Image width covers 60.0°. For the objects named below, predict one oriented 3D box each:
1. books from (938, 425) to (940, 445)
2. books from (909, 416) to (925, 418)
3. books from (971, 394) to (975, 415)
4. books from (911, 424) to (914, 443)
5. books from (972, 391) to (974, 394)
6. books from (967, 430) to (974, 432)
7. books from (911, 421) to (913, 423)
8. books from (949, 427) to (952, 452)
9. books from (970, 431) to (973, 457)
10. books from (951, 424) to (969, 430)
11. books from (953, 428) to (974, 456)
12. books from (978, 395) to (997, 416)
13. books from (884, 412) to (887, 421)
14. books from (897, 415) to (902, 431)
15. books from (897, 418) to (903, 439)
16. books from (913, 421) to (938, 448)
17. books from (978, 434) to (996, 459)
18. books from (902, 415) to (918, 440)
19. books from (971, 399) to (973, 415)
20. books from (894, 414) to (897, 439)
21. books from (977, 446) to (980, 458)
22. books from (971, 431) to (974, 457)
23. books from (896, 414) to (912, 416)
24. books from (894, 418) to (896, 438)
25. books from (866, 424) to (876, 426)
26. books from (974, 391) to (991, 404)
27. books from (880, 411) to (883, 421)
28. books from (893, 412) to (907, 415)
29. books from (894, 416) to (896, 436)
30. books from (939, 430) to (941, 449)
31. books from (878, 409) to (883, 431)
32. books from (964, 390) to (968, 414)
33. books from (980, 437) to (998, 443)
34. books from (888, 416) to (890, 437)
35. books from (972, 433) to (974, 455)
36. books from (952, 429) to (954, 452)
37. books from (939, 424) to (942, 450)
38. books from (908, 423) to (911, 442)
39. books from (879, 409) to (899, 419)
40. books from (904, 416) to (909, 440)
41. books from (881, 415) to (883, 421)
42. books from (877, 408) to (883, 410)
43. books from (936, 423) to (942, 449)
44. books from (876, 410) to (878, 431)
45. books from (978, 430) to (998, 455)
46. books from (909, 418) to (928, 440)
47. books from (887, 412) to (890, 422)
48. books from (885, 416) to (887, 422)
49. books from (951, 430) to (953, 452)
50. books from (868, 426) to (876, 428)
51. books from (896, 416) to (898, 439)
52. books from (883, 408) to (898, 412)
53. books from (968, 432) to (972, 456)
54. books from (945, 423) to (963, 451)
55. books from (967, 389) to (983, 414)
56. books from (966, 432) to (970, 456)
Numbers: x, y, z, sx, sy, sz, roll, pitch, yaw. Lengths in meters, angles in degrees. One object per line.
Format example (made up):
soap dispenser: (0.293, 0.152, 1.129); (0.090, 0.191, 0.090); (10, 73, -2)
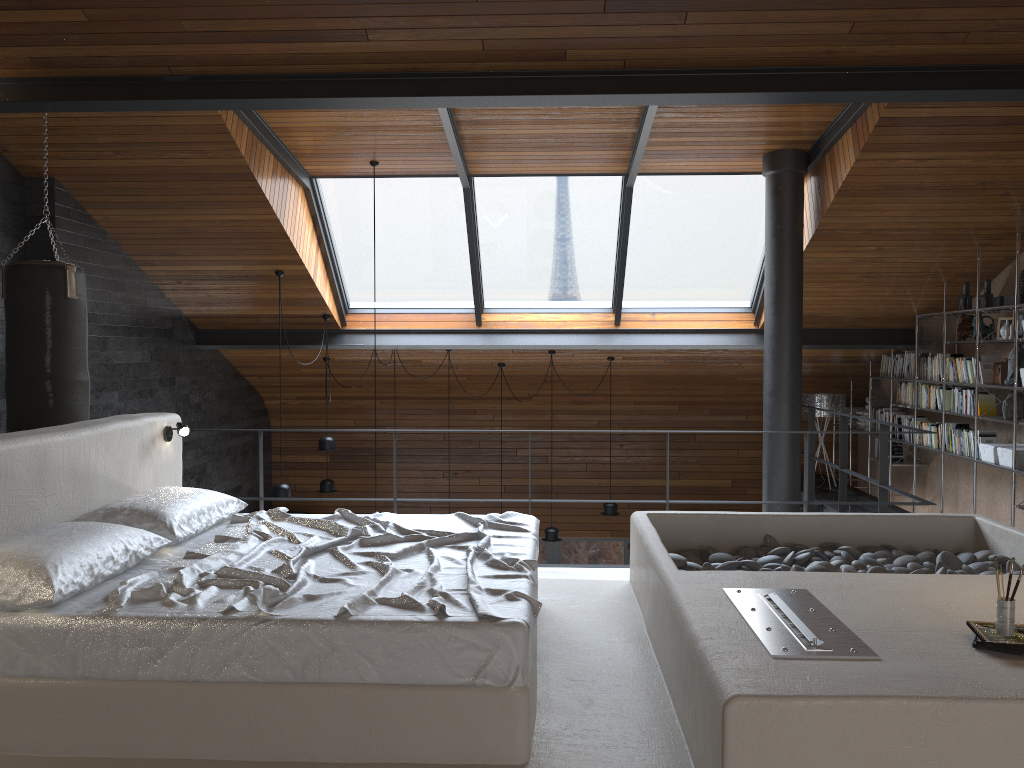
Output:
books: (3.708, 0.452, 7.566); (0.123, 0.203, 0.054); (0, 2, 2)
books: (3.789, 0.415, 8.291); (0.148, 0.233, 0.053); (0, 2, 2)
books: (3.688, 0.161, 6.961); (0.148, 0.167, 0.053); (0, 2, 2)
books: (3.709, 0.450, 8.099); (0.111, 0.174, 0.041); (0, 2, 2)
books: (3.698, 0.148, 7.000); (0.129, 0.188, 0.010); (0, 2, 2)
books: (3.732, 0.468, 7.056); (0.207, 0.206, 0.053); (0, 2, 3)
books: (3.719, 0.438, 8.119); (0.111, 0.197, 0.043); (0, 2, 2)
books: (3.702, 0.458, 7.344); (0.149, 0.205, 0.049); (0, 2, 2)
books: (3.722, 0.470, 7.003); (0.191, 0.205, 0.055); (0, 2, 2)
books: (3.710, 0.444, 7.334); (0.148, 0.233, 0.053); (0, 2, 2)
books: (3.694, 0.467, 7.178); (0.136, 0.210, 0.273); (0, 2, 3)
books: (3.686, 0.164, 6.887); (0.129, 0.165, 0.056); (0, 2, 2)
books: (3.770, 0.395, 8.803); (0.148, 0.234, 0.013); (0, 2, 2)
books: (3.743, 0.409, 8.440); (0.148, 0.233, 0.053); (0, 2, 2)
books: (3.740, 0.424, 8.423); (0.148, 0.206, 0.053); (0, 2, 2)
books: (3.700, 0.443, 7.831); (0.139, 0.211, 0.467); (0, 2, 2)
books: (3.688, 0.484, 6.869); (0.129, 0.186, 0.050); (0, 2, 2)
books: (3.761, 0.411, 8.376); (0.148, 0.233, 0.053); (0, 2, 2)
books: (3.681, 0.160, 6.975); (0.130, 0.167, 0.046); (0, 2, 2)
books: (3.745, 0.406, 8.500); (0.143, 0.235, 0.055); (0, 2, 2)
books: (3.694, 0.491, 6.913); (0.146, 0.171, 0.054); (0, 2, 2)
books: (3.726, 0.472, 6.991); (0.192, 0.202, 0.055); (0, 2, 2)
books: (3.758, 0.408, 8.485); (0.148, 0.233, 0.053); (0, 2, 2)
books: (3.748, 0.414, 8.531); (0.133, 0.219, 0.058); (0, 2, 2)
books: (3.802, 0.426, 9.155); (0.252, 0.016, 0.182); (0, 2, 7)
books: (3.676, 0.152, 6.919); (0.129, 0.186, 0.050); (0, 2, 2)
books: (3.785, 0.392, 8.926); (0.160, 0.231, 0.021); (0, 2, 2)
books: (3.750, 0.396, 8.584); (0.131, 0.247, 0.018); (0, 2, 2)
books: (3.749, 0.417, 8.513); (0.136, 0.212, 0.051); (0, 2, 2)
books: (3.708, 0.459, 7.549); (0.126, 0.197, 0.047); (0, 2, 2)
books: (3.806, 0.378, 8.978); (0.191, 0.255, 0.012); (0, 2, 2)
books: (3.698, 0.143, 7.103); (0.148, 0.190, 0.013); (0, 2, 2)
books: (3.691, 0.495, 6.858); (0.130, 0.166, 0.046); (0, 2, 2)
books: (3.760, 0.413, 8.679); (0.148, 0.206, 0.018); (0, 2, 2)
books: (3.703, 0.479, 6.981); (0.148, 0.189, 0.053); (0, 2, 2)
books: (3.701, 0.461, 7.305); (0.137, 0.201, 0.047); (0, 2, 2)
books: (3.705, 0.449, 7.536); (0.133, 0.218, 0.051); (0, 2, 2)
books: (3.723, 0.448, 8.185); (0.119, 0.171, 0.044); (0, 2, 2)
books: (3.810, 0.380, 8.966); (0.192, 0.251, 0.012); (0, 2, 2)
books: (3.760, 0.413, 8.327); (0.148, 0.233, 0.053); (0, 2, 2)
books: (3.778, 0.403, 8.888); (0.146, 0.210, 0.018); (0, 2, 2)
books: (3.816, 0.376, 9.030); (0.207, 0.255, 0.010); (0, 2, 2)
books: (3.716, 0.445, 7.584); (0.155, 0.215, 0.055); (0, 2, 2)
books: (3.778, 0.387, 9.021); (0.148, 0.234, 0.013); (0, 2, 2)
books: (3.697, 0.469, 6.884); (0.143, 0.217, 0.066); (0, 2, 2)
books: (3.741, 0.424, 8.152); (0.161, 0.222, 0.055); (0, 2, 2)
books: (3.773, 0.397, 8.737); (0.148, 0.234, 0.013); (0, 2, 2)
books: (3.767, 0.413, 8.789); (0.143, 0.199, 0.019); (0, 2, 2)
books: (3.692, 0.471, 7.318); (0.131, 0.180, 0.042); (0, 2, 2)
books: (3.808, 0.439, 9.153); (0.217, 0.013, 0.161); (0, 2, 2)
books: (3.744, 0.415, 8.455); (0.141, 0.221, 0.055); (0, 2, 2)
books: (3.781, 0.375, 8.859); (0.143, 0.268, 0.020); (0, 2, 2)
books: (3.709, 0.478, 7.018); (0.169, 0.188, 0.058); (0, 2, 2)
books: (3.681, 0.443, 7.370); (0.148, 0.233, 0.053); (0, 2, 2)
books: (3.706, 0.142, 7.067); (0.146, 0.195, 0.023); (0, 2, 2)
books: (3.694, 0.477, 7.046); (0.148, 0.189, 0.053); (0, 2, 2)
